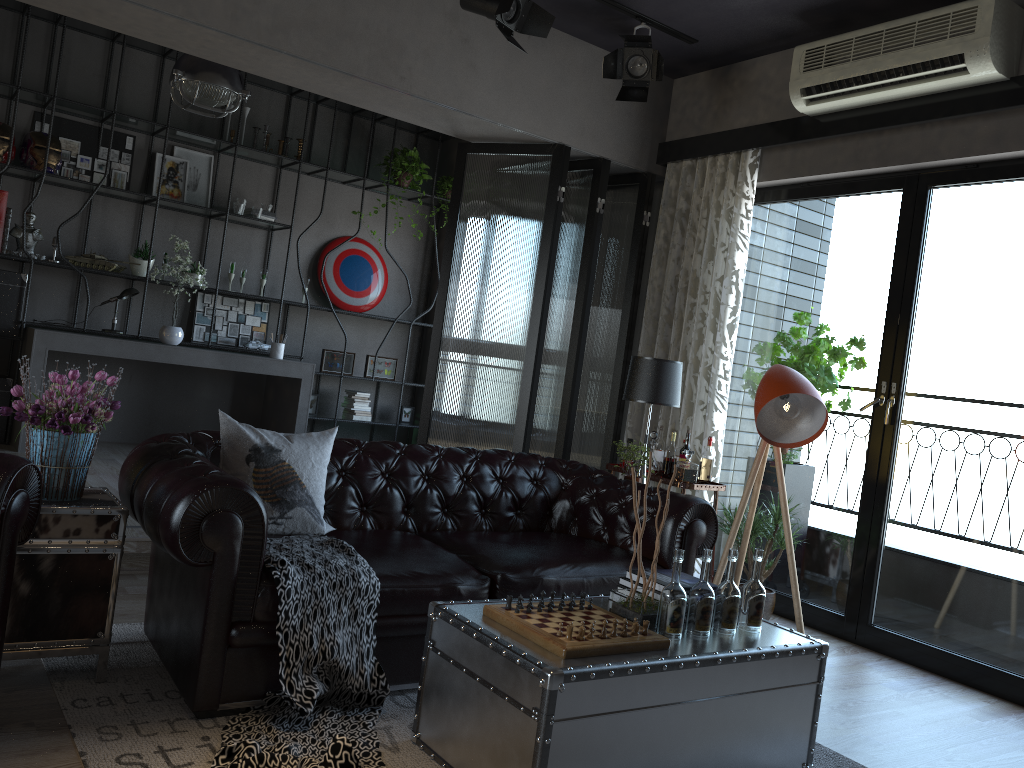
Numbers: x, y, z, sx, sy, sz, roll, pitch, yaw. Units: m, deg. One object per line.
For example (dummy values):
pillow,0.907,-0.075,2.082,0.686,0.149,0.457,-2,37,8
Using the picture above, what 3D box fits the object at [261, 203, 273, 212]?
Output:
object,-2.169,-1.553,7.838,0.103,0.068,0.103,7,1,-42

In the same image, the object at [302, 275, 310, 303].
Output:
object,-1.887,-0.858,8.068,0.113,0.270,0.113,8,0,44

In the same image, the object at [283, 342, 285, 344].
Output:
object,-1.964,-0.298,7.530,0.068,0.159,0.009,8,0,-22

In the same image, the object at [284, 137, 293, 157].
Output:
object,-1.997,-2.081,7.869,0.084,0.233,0.084,8,0,36

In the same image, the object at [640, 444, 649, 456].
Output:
object,0.887,0.493,5.965,0.052,0.182,0.135,8,0,2

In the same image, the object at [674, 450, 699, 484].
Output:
object,1.064,0.508,5.384,0.100,0.211,0.101,8,0,-20

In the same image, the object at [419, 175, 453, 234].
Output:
object,-0.678,-1.715,8.533,0.444,0.633,0.402,8,0,-17

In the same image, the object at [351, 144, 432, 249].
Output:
object,-1.123,-1.725,8.224,0.719,1.026,0.650,8,0,-17

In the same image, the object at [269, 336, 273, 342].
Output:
object,-2.012,-0.319,7.524,0.137,0.190,0.009,8,0,-32

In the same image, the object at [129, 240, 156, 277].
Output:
object,-2.983,-1.014,7.162,0.193,0.305,0.136,8,0,-1

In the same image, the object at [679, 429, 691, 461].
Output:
object,1.093,0.450,5.586,0.079,0.329,0.080,8,0,-45

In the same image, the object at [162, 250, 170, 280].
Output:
object,-2.913,-0.993,7.443,0.113,0.273,0.113,8,0,21

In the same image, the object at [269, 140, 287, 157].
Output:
object,-2.017,-2.041,7.722,0.189,0.152,0.189,8,0,-12

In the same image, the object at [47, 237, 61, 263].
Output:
object,-3.478,-1.024,6.749,0.093,0.200,0.093,8,0,-40

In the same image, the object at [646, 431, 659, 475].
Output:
object,0.886,0.441,5.619,0.114,0.292,0.114,8,0,-7

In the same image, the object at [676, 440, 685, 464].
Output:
object,1.104,0.488,5.720,0.067,0.257,0.099,8,0,-30

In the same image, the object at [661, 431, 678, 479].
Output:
object,1.004,0.451,5.599,0.081,0.307,0.081,8,0,4

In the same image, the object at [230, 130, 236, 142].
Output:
object,-2.358,-2.073,7.467,0.135,0.129,0.135,8,0,28

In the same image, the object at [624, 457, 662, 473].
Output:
object,0.851,0.534,5.765,0.245,0.092,0.151,8,1,6

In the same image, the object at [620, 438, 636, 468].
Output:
object,0.774,0.464,5.898,0.087,0.206,0.087,8,0,-10

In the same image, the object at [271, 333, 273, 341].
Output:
object,-2.031,-0.330,7.528,0.046,0.202,0.023,8,0,1

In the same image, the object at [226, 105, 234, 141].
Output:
object,-2.460,-2.222,7.691,0.128,0.390,0.128,8,0,23

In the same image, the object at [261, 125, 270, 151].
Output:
object,-2.126,-2.101,7.629,0.100,0.243,0.100,8,0,-26

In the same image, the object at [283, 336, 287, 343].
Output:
object,-1.954,-0.331,7.553,0.062,0.169,0.009,8,0,-36

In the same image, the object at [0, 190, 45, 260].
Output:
object,-3.905,-1.212,6.567,0.832,0.466,0.290,7,0,-35

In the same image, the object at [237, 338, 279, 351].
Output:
object,-2.240,-0.350,7.838,0.379,0.111,0.351,8,1,-2

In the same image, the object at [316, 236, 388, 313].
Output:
object,-1.515,-1.047,8.484,0.750,0.739,0.186,8,0,-35

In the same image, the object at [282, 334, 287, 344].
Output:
object,-1.959,-0.340,7.564,0.052,0.185,0.009,8,0,-33

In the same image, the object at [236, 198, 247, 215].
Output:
object,-2.325,-1.503,7.590,0.087,0.155,0.087,8,0,-23

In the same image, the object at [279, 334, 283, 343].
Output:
object,-1.984,-0.324,7.570,0.023,0.204,0.037,8,0,4

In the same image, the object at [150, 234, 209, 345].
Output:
object,-2.592,-0.729,6.920,0.421,0.852,0.398,8,0,11

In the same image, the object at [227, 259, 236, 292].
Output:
object,-2.380,-0.921,7.515,0.113,0.275,0.113,8,0,-31

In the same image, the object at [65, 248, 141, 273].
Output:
object,-3.242,-0.980,7.056,0.577,0.170,0.206,8,0,0

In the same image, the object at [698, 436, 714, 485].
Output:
object,1.228,0.481,5.572,0.081,0.308,0.081,8,0,-43

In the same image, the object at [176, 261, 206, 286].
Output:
object,-2.671,-0.928,7.410,0.235,0.213,0.235,8,0,10

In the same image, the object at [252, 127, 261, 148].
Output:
object,-2.216,-2.108,7.654,0.084,0.233,0.084,8,0,-8

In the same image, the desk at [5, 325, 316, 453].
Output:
desk,-2.828,0.121,7.253,2.127,0.886,0.845,7,1,-35

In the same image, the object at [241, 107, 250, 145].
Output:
object,-2.329,-2.204,7.697,0.128,0.390,0.128,8,0,14

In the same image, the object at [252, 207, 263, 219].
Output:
object,-2.177,-1.455,7.571,0.093,0.099,0.092,8,0,12

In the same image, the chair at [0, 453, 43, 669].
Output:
chair,-2.043,0.523,2.061,1.244,0.845,1.493,8,1,-5

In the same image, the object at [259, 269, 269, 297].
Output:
object,-2.169,-0.880,7.713,0.113,0.246,0.113,8,0,-16

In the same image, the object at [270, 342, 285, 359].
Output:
object,-1.993,-0.280,7.525,0.110,0.137,0.110,8,0,-25

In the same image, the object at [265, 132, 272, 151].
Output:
object,-2.161,-2.099,7.813,0.080,0.226,0.080,8,0,28

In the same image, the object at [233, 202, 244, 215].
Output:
object,-2.309,-1.472,7.477,0.092,0.099,0.092,8,0,2

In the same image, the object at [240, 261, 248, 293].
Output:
object,-2.392,-0.941,7.872,0.113,0.302,0.113,8,0,-16
